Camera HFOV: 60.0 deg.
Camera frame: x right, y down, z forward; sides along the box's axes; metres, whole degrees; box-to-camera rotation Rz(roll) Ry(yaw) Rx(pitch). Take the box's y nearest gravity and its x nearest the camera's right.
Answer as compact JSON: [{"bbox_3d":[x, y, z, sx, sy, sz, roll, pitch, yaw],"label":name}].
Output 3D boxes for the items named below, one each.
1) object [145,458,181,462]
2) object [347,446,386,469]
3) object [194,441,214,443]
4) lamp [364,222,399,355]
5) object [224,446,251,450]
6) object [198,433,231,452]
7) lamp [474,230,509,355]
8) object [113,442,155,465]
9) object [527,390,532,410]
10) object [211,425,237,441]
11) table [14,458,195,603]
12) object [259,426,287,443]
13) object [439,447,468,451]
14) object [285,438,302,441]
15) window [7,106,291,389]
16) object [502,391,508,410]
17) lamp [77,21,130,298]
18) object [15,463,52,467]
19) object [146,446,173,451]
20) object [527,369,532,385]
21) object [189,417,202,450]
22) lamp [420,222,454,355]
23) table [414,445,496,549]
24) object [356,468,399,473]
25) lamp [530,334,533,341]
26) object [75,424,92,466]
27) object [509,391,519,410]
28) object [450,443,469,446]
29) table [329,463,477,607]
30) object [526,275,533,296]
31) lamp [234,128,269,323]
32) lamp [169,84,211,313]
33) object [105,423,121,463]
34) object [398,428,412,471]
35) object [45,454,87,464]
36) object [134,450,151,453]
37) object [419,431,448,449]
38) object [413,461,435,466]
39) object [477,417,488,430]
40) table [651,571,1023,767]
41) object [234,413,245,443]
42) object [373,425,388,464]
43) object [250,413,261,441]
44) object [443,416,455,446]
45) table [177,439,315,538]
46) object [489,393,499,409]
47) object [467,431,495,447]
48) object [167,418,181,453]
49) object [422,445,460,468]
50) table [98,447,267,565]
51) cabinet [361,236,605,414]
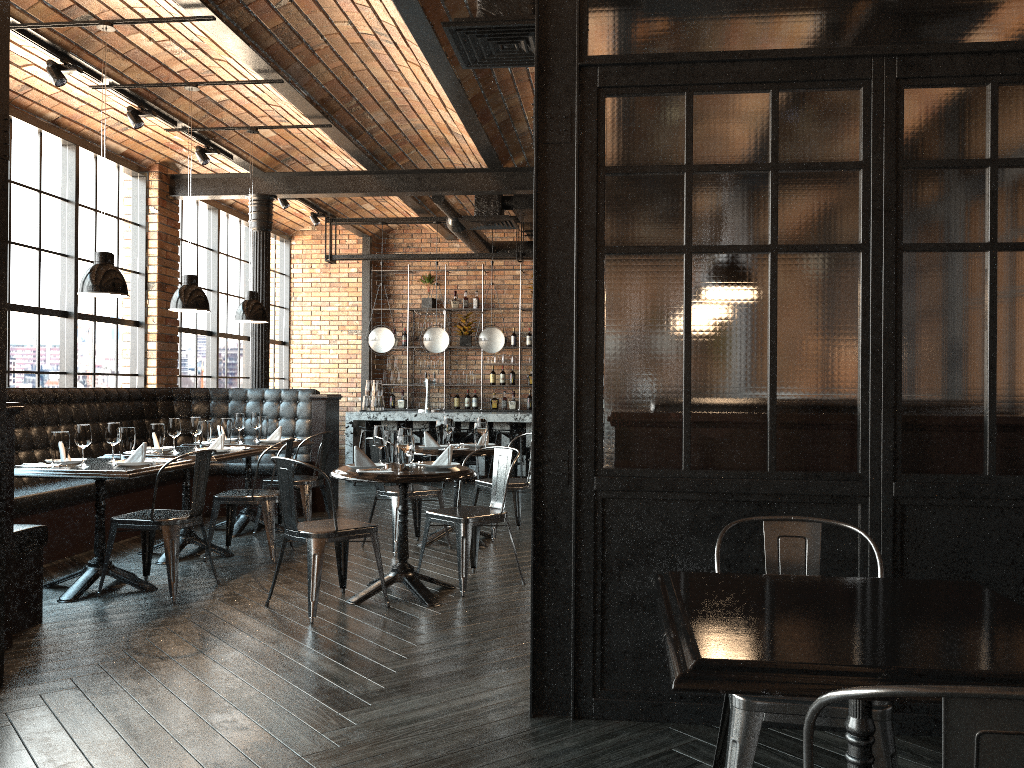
[{"bbox_3d":[-2.251,0.479,5.633,0.255,0.019,0.157,0,0,7],"label":"object"},{"bbox_3d":[-0.860,0.434,5.243,0.232,0.139,0.232,0,0,3],"label":"object"},{"bbox_3d":[-2.505,0.481,7.403,0.255,0.019,0.157,0,0,7],"label":"object"},{"bbox_3d":[-1.715,-1.264,11.696,0.340,1.754,0.340,1,0,-37],"label":"lamp"},{"bbox_3d":[-2.126,0.483,6.717,0.255,0.019,0.157,0,0,7],"label":"object"},{"bbox_3d":[-2.166,0.427,6.463,0.232,0.139,0.232,0,0,4],"label":"object"},{"bbox_3d":[-0.259,-1.253,11.527,0.340,1.754,0.340,1,0,-37],"label":"lamp"},{"bbox_3d":[-2.291,0.423,5.379,0.232,0.139,0.232,0,0,4],"label":"object"},{"bbox_3d":[0.266,0.237,13.241,0.086,0.297,0.086,0,0,40],"label":"object"},{"bbox_3d":[-2.480,0.428,7.625,0.232,0.139,0.232,0,0,1],"label":"object"},{"bbox_3d":[-2.503,0.864,5.390,0.872,0.758,0.872,0,0,7],"label":"table"},{"bbox_3d":[-2.039,0.431,7.568,0.232,0.139,0.232,0,0,4],"label":"object"},{"bbox_3d":[-0.432,0.497,6.846,0.157,0.019,0.255,0,0,37],"label":"object"},{"bbox_3d":[-1.998,0.487,7.823,0.255,0.019,0.157,0,0,7],"label":"object"},{"bbox_3d":[-4.390,-0.647,5.469,0.168,3.253,16.179,0,0,7],"label":"window"},{"bbox_3d":[-0.111,0.242,13.310,0.083,0.282,0.083,0,0,7],"label":"object"},{"bbox_3d":[-2.475,-1.363,5.393,0.291,1.653,0.291,1,0,-18],"label":"lamp"},{"bbox_3d":[-2.758,0.474,5.214,0.255,0.019,0.157,0,0,7],"label":"object"},{"bbox_3d":[-2.607,0.424,6.520,0.232,0.139,0.232,0,0,1],"label":"object"},{"bbox_3d":[0.296,-0.100,13.263,0.151,0.248,0.094,0,0,-4],"label":"object"},{"bbox_3d":[-2.349,0.367,6.587,0.092,0.244,0.092,1,0,-33],"label":"object"},{"bbox_3d":[-0.987,-1.259,11.611,0.340,1.754,0.340,1,0,-37],"label":"lamp"},{"bbox_3d":[-0.438,0.885,7.112,0.866,0.758,0.866,1,0,-30],"label":"table"},{"bbox_3d":[-0.759,0.490,5.047,0.255,0.019,0.157,0,0,-13],"label":"object"},{"bbox_3d":[0.469,-1.247,11.443,0.340,1.754,0.340,1,0,-37],"label":"lamp"},{"bbox_3d":[-2.537,0.362,5.247,0.092,0.244,0.092,1,0,-44],"label":"object"},{"bbox_3d":[0.025,0.245,13.280,0.123,0.279,0.123,0,0,20],"label":"object"},{"bbox_3d":[-0.412,0.498,7.351,0.255,0.019,0.157,1,0,-33],"label":"object"},{"bbox_3d":[-0.648,0.879,5.289,0.866,0.758,0.866,1,0,-30],"label":"table"},{"bbox_3d":[0.415,-1.383,13.292,0.425,0.526,0.430,0,0,9],"label":"object"},{"bbox_3d":[-2.222,-1.356,7.583,0.291,1.653,0.291,1,0,-38],"label":"lamp"},{"bbox_3d":[-2.349,-1.359,6.488,0.291,1.653,0.291,0,0,32],"label":"lamp"},{"bbox_3d":[-2.474,0.364,5.502,0.092,0.244,0.092,1,0,-44],"label":"object"},{"bbox_3d":[-0.619,0.377,5.130,0.092,0.244,0.092,0,0,3],"label":"object"},{"bbox_3d":[-2.732,0.420,5.436,0.232,0.139,0.232,0,0,1],"label":"object"},{"bbox_3d":[-2.632,0.478,6.298,0.255,0.019,0.157,0,0,7],"label":"object"},{"bbox_3d":[-0.615,0.441,6.945,0.232,0.139,0.232,1,0,-39],"label":"object"},{"bbox_3d":[-0.567,0.492,5.515,0.255,0.019,0.157,1,0,-33],"label":"object"},{"bbox_3d":[-0.234,0.385,7.008,0.092,0.244,0.092,0,0,6],"label":"object"},{"bbox_3d":[0.762,0.881,1.945,0.872,0.758,0.872,0,0,7],"label":"table"},{"bbox_3d":[-2.284,0.370,7.436,0.092,0.244,0.092,1,0,-33],"label":"object"},{"bbox_3d":[-0.807,0.377,5.430,0.092,0.244,0.092,1,0,-30],"label":"object"},{"bbox_3d":[-2.221,0.371,7.692,0.092,0.244,0.092,1,0,-33],"label":"object"},{"bbox_3d":[-0.514,0.384,7.226,0.092,0.244,0.092,0,0,6],"label":"object"},{"bbox_3d":[-2.252,0.872,7.569,0.872,0.758,0.872,0,0,7],"label":"table"},{"bbox_3d":[-0.264,0.259,13.327,0.151,0.248,0.094,0,0,-4],"label":"object"},{"bbox_3d":[-0.250,0.444,7.202,0.232,0.139,0.232,1,0,-24],"label":"object"},{"bbox_3d":[-2.412,0.366,6.331,0.092,0.244,0.092,1,0,-44],"label":"object"},{"bbox_3d":[-0.429,0.438,5.359,0.232,0.139,0.232,1,0,-39],"label":"object"},{"bbox_3d":[-2.378,0.868,6.473,0.872,0.758,0.872,0,0,7],"label":"table"},{"bbox_3d":[-0.586,-0.548,13.328,7.075,3.779,0.564,0,0,7],"label":"cabinet"}]
